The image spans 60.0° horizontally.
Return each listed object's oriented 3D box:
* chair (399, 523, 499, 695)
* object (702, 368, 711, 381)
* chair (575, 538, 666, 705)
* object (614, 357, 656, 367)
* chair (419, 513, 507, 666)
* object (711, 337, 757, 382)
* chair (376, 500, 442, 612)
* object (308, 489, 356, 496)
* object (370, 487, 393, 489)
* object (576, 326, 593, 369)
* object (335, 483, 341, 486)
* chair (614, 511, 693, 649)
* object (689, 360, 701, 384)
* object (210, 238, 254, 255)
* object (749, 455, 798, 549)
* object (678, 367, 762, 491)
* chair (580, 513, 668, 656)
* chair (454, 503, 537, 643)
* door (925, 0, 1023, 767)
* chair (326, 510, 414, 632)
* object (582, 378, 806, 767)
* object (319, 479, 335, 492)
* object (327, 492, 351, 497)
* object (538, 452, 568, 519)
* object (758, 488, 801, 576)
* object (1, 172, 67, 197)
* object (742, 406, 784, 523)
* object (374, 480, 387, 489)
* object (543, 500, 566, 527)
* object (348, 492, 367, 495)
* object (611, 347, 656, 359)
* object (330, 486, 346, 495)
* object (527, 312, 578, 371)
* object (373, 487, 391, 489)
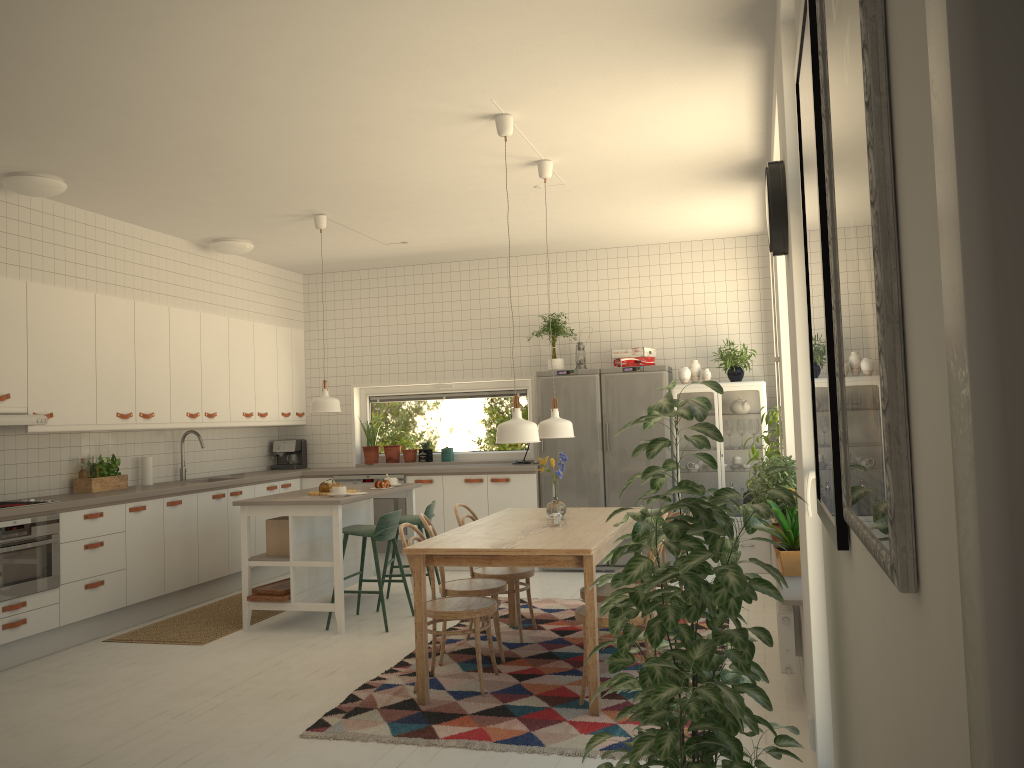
[{"bbox_3d":[-0.316,1.112,4.505,0.483,0.811,0.385,-3,-3,13],"label":"chair"},{"bbox_3d":[1.657,-0.069,7.555,0.082,0.126,0.082,-1,-3,-12],"label":"object"},{"bbox_3d":[0.538,1.068,4.205,0.483,0.811,0.385,-3,-3,18],"label":"chair"},{"bbox_3d":[1.081,-0.185,7.843,0.309,0.082,0.312,-2,-2,-5],"label":"object"},{"bbox_3d":[-0.269,1.131,5.014,0.483,0.811,0.385,-2,-3,-2],"label":"chair"},{"bbox_3d":[1.904,-0.203,7.613,0.371,0.385,0.373,-4,-3,34],"label":"object"},{"bbox_3d":[-0.761,1.258,6.597,0.446,0.752,0.485,-2,-3,1],"label":"chair"},{"bbox_3d":[-1.273,0.767,6.280,0.237,0.019,0.306,-4,-3,32],"label":"object"},{"bbox_3d":[-0.972,0.776,6.601,0.167,0.005,0.167,-3,-2,11],"label":"object"},{"bbox_3d":[0.626,-0.316,7.891,0.163,0.383,0.154,-4,-3,38],"label":"object"},{"bbox_3d":[-1.253,0.729,6.290,0.083,0.057,0.072,-3,-3,22],"label":"object"},{"bbox_3d":[0.841,1.099,5.220,0.483,0.811,0.385,-2,-3,-12],"label":"chair"},{"bbox_3d":[1.577,-0.102,7.645,0.102,0.206,0.102,-2,-3,-1],"label":"object"},{"bbox_3d":[-2.324,-1.130,7.359,0.351,0.101,0.351,-1,-3,-32],"label":"object"},{"bbox_3d":[1.519,0.675,4.945,0.383,0.561,0.395,-3,-3,14],"label":"object"},{"bbox_3d":[1.811,0.437,7.279,0.943,1.208,0.261,-4,-3,31],"label":"object"},{"bbox_3d":[0.602,1.087,4.707,0.483,0.811,0.385,-3,-3,13],"label":"chair"},{"bbox_3d":[-0.099,1.145,5.495,0.483,0.811,0.385,-3,-3,18],"label":"chair"},{"bbox_3d":[0.599,0.298,0.002,0.882,2.034,0.955,-3,-3,16],"label":"door"},{"bbox_3d":[-0.962,1.242,6.013,0.446,0.752,0.485,-3,-3,15],"label":"chair"},{"bbox_3d":[0.418,0.694,2.019,0.514,1.424,0.568,0,-3,-31],"label":"object"},{"bbox_3d":[-1.297,0.714,6.219,0.086,0.087,0.090,-3,-3,23],"label":"object"},{"bbox_3d":[-1.169,0.752,6.008,0.160,0.020,0.160,-1,-2,-19],"label":"object"},{"bbox_3d":[0.253,0.585,5.113,0.145,0.389,0.206,-1,-3,-22],"label":"object"},{"bbox_3d":[1.347,0.725,4.356,0.417,0.425,0.487,-3,-3,23],"label":"object"},{"bbox_3d":[-2.885,-1.192,5.364,0.351,0.101,0.351,-1,-3,-32],"label":"object"},{"bbox_3d":[1.855,0.578,6.301,0.485,0.842,0.615,-2,-3,-5],"label":"object"},{"bbox_3d":[-0.987,0.747,6.597,0.070,0.060,0.131,0,-3,-36],"label":"object"},{"bbox_3d":[0.231,0.700,4.809,0.095,0.138,0.155,-3,-3,16],"label":"object"},{"bbox_3d":[-1.079,0.762,6.153,0.167,0.005,0.167,-3,-2,11],"label":"object"},{"bbox_3d":[1.077,-0.267,7.850,0.312,0.082,0.308,-3,-3,28],"label":"object"},{"bbox_3d":[-1.172,0.724,6.008,0.098,0.064,0.094,-1,-3,-26],"label":"object"},{"bbox_3d":[0.382,-0.386,7.957,0.474,0.545,0.468,-4,-3,29],"label":"object"},{"bbox_3d":[-0.971,0.774,6.605,0.122,0.005,0.120,-4,-3,34],"label":"object"}]
